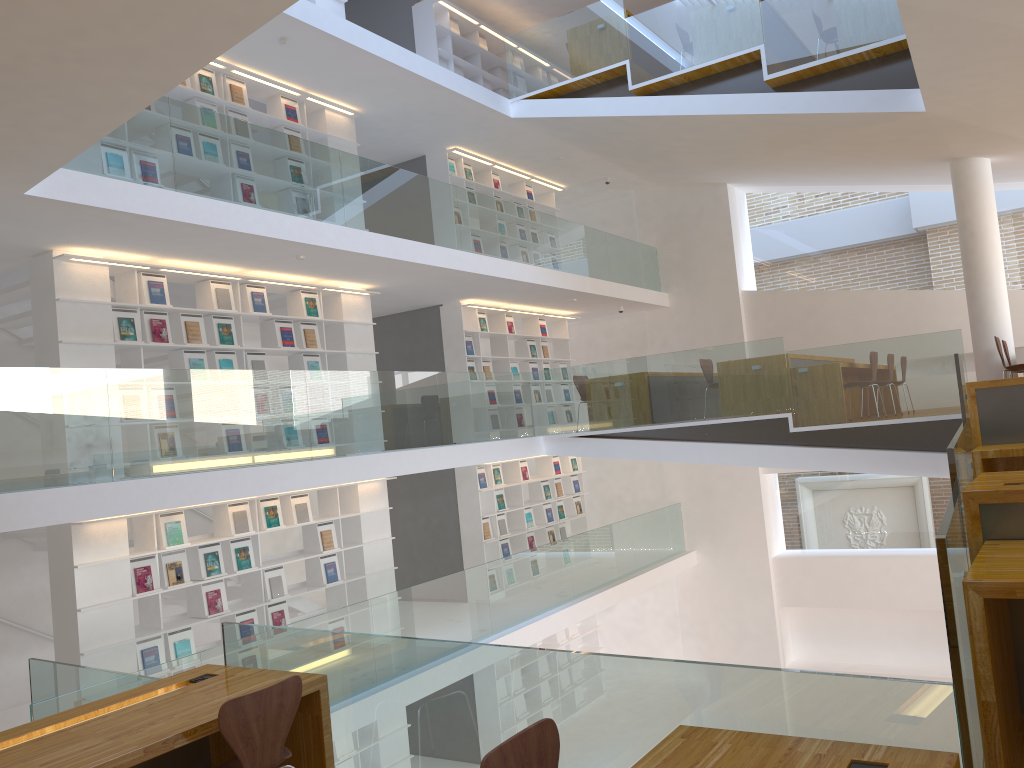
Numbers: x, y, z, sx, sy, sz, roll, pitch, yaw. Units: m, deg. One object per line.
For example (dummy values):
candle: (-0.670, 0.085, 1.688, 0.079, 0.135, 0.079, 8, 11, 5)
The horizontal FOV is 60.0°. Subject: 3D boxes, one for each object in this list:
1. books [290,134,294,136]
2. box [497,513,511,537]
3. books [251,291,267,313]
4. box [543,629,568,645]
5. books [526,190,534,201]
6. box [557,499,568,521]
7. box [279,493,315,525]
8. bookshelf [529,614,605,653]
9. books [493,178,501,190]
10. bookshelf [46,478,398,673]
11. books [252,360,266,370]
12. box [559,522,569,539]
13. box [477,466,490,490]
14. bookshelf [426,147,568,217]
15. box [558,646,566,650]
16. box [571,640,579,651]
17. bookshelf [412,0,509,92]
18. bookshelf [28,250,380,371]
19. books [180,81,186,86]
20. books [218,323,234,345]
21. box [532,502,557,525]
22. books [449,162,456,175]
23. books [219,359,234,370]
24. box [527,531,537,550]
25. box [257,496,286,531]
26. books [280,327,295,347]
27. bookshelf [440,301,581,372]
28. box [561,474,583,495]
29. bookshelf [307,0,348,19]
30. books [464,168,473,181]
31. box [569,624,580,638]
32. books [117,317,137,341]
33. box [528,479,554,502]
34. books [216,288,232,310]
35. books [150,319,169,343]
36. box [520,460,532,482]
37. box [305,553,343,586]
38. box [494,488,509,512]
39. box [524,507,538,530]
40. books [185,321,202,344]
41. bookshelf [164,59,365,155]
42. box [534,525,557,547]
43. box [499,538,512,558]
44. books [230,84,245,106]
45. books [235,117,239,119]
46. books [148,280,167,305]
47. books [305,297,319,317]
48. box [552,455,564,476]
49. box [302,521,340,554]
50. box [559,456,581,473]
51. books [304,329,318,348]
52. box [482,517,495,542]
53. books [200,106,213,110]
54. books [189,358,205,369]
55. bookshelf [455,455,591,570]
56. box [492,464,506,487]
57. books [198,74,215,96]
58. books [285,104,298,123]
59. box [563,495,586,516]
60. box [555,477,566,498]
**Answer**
books: (-2.268, -2.489, 9.236, 0.037, 0.210, 0.145, -8, -4, 32)
box: (-0.211, 1.882, 11.853, 0.274, 0.296, 0.245, -8, -4, 32)
books: (-2.451, -0.789, 8.592, 0.037, 0.210, 0.145, -8, -4, 32)
box: (0.620, 3.574, 12.800, 0.274, 0.296, 0.245, -8, -4, 32)
books: (0.278, -2.820, 13.400, 0.037, 0.210, 0.145, -8, -4, 32)
box: (0.645, 1.874, 13.191, 0.274, 0.296, 0.245, -8, -4, 32)
box: (-3.838, 2.991, 5.828, 0.498, 3.764, 7.125, -8, -4, 32)
bookshelf: (0.542, 3.908, 12.481, 0.498, 1.836, 2.984, -8, -4, 32)
books: (-0.212, -2.815, 12.634, 0.037, 0.210, 0.145, -8, -4, 32)
bookshelf: (-2.427, 1.917, 8.357, 0.397, 1.836, 3.666, -8, -4, 32)
books: (-2.420, -0.124, 8.502, 0.037, 0.210, 0.145, -8, -4, 32)
box: (0.687, 2.200, 13.189, 0.274, 0.296, 0.245, -8, -4, 32)
box: (-0.476, 1.234, 11.574, 0.274, 0.296, 0.245, -8, -4, 32)
bookshelf: (-0.050, -2.198, 12.822, 0.498, 1.836, 2.984, -8, -4, 32)
box: (0.651, 3.900, 12.781, 0.274, 0.296, 0.245, -8, -4, 32)
box: (0.841, 3.898, 13.078, 0.274, 0.296, 0.245, -8, -4, 32)
bookshelf: (-0.244, -4.200, 12.934, 0.498, 1.836, 2.984, -8, -4, 32)
bookshelf: (-2.583, -0.137, 8.444, 0.498, 1.836, 3.666, -8, -4, 32)
books: (-3.047, -2.810, 8.085, 0.037, 0.210, 0.145, -8, -4, 32)
books: (-2.649, -0.457, 8.214, 0.037, 0.210, 0.145, -8, -4, 32)
box: (0.455, 1.876, 12.895, 0.274, 0.296, 0.245, -8, -4, 32)
books: (-0.800, -2.830, 11.717, 0.037, 0.210, 0.145, -8, -4, 32)
books: (-2.627, -0.129, 8.185, 0.037, 0.210, 0.145, -8, -4, 32)
box: (0.189, 2.205, 12.411, 0.274, 0.296, 0.245, -8, -4, 32)
box: (-2.367, 1.242, 8.500, 0.274, 0.296, 0.245, -8, -4, 32)
books: (-2.242, -0.463, 8.856, 0.037, 0.210, 0.145, -8, -4, 32)
bookshelf: (0.147, -0.164, 12.708, 0.498, 1.836, 2.984, -8, -4, 32)
box: (0.901, 1.544, 13.661, 0.274, 0.296, 0.245, -8, -4, 32)
bookshelf: (-2.974, -4.174, 8.670, 0.498, 1.836, 3.666, -8, -4, 32)
books: (-0.584, -2.828, 12.055, 0.037, 0.210, 0.145, -8, -4, 32)
box: (0.815, 3.571, 13.105, 0.274, 0.296, 0.245, -8, -4, 32)
books: (-3.195, -0.448, 7.367, 0.037, 0.210, 0.145, -8, -4, 32)
box: (0.423, 1.550, 12.913, 0.274, 0.296, 0.245, -8, -4, 32)
books: (-2.677, -0.785, 8.238, 0.037, 0.210, 0.145, -8, -4, 32)
books: (-3.030, -0.454, 7.624, 0.037, 0.210, 0.145, -8, -4, 32)
box: (0.092, 1.224, 12.458, 0.274, 0.296, 0.245, -8, -4, 32)
box: (-1.922, 1.892, 9.061, 0.274, 0.296, 0.245, -8, -4, 32)
box: (-0.231, 1.551, 11.890, 0.274, 0.296, 0.245, -8, -4, 32)
box: (0.165, 1.878, 12.442, 0.274, 0.296, 0.245, -8, -4, 32)
books: (-2.843, -0.455, 7.916, 0.037, 0.210, 0.145, -8, -4, 32)
bookshelf: (-2.780, -2.171, 8.558, 0.498, 1.836, 3.666, -8, -4, 32)
box: (0.494, 2.202, 12.888, 0.274, 0.296, 0.245, -8, -4, 32)
box: (-0.158, 2.208, 11.867, 0.274, 0.296, 0.245, -8, -4, 32)
books: (-2.680, -2.813, 8.659, 0.037, 0.210, 0.145, -8, -4, 32)
books: (-2.640, -2.485, 8.648, 0.037, 0.210, 0.145, -8, -4, 32)
books: (-3.058, -0.783, 7.642, 0.037, 0.210, 0.145, -8, -4, 32)
books: (-2.073, -0.791, 9.182, 0.037, 0.210, 0.145, -8, -4, 32)
box: (0.587, 1.221, 13.236, 0.274, 0.296, 0.245, -8, -4, 32)
box: (-1.954, 1.566, 9.078, 0.274, 0.296, 0.245, -8, -4, 32)
box: (0.870, 1.218, 13.679, 0.274, 0.296, 0.245, -8, -4, 32)
books: (-2.071, -0.462, 9.123, 0.037, 0.210, 0.145, -8, -4, 32)
box: (-0.413, 1.884, 11.536, 0.274, 0.296, 0.245, -8, -4, 32)
books: (-2.852, -2.493, 8.319, 0.037, 0.210, 0.145, -8, -4, 32)
books: (-2.800, -0.125, 7.909, 0.037, 0.210, 0.145, -8, -4, 32)
bookshelf: (0.346, 1.884, 12.594, 0.498, 1.836, 2.984, -8, -4, 32)
box: (-0.275, 1.230, 11.888, 0.274, 0.296, 0.245, -8, -4, 32)
books: (-2.876, -2.804, 8.351, 0.037, 0.210, 0.145, -8, -4, 32)
books: (-2.298, -2.802, 9.253, 0.037, 0.210, 0.145, -8, -4, 32)
box: (0.940, 1.871, 13.654, 0.274, 0.296, 0.245, -8, -4, 32)
box: (0.618, 1.547, 13.218, 0.274, 0.296, 0.245, -8, -4, 32)
